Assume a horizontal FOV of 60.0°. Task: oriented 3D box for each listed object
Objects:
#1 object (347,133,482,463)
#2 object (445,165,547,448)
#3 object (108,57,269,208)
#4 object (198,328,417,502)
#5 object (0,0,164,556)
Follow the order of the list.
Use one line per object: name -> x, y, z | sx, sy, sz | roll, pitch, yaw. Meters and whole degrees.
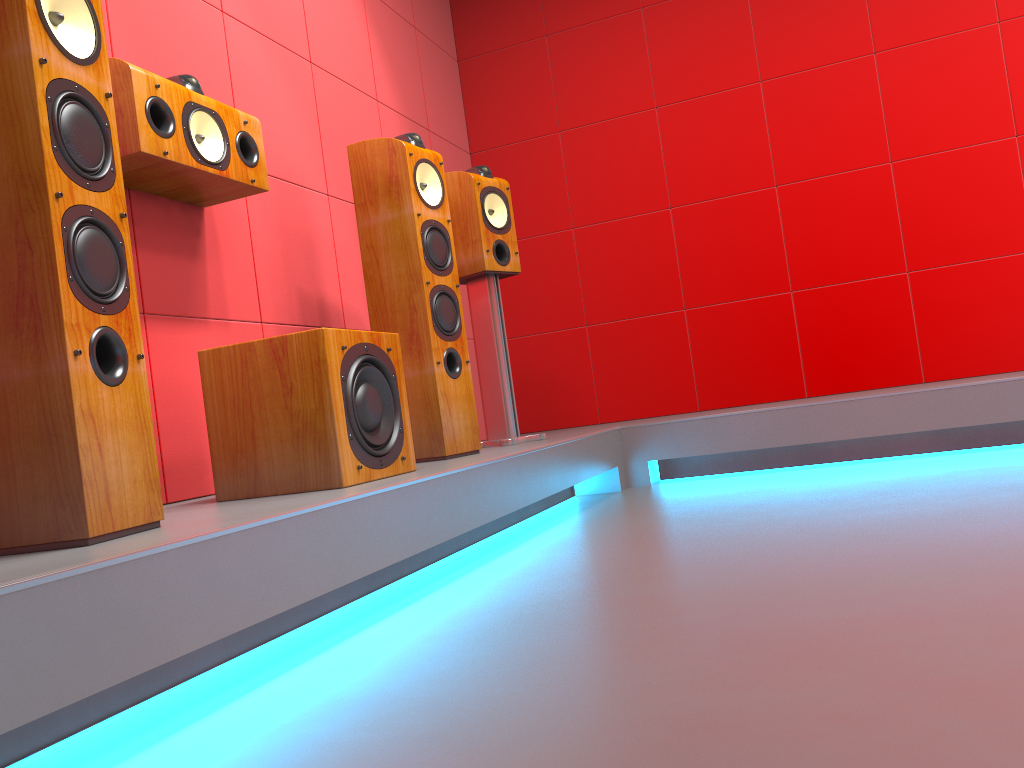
object -> -0.313, -0.278, 2.872 | 0.238, 1.052, 0.203 | -9, -2, 30
object -> -0.100, -0.293, 3.379 | 0.265, 1.058, 0.231 | -9, -2, 40
object -> -0.896, -0.662, 2.330 | 0.235, 0.271, 0.493 | -8, -2, 20
object -> -0.490, 0.072, 2.191 | 0.360, 0.360, 0.360 | -8, -2, 20
object -> -0.804, -0.257, 1.492 | 0.238, 1.052, 0.203 | -8, -2, 10
